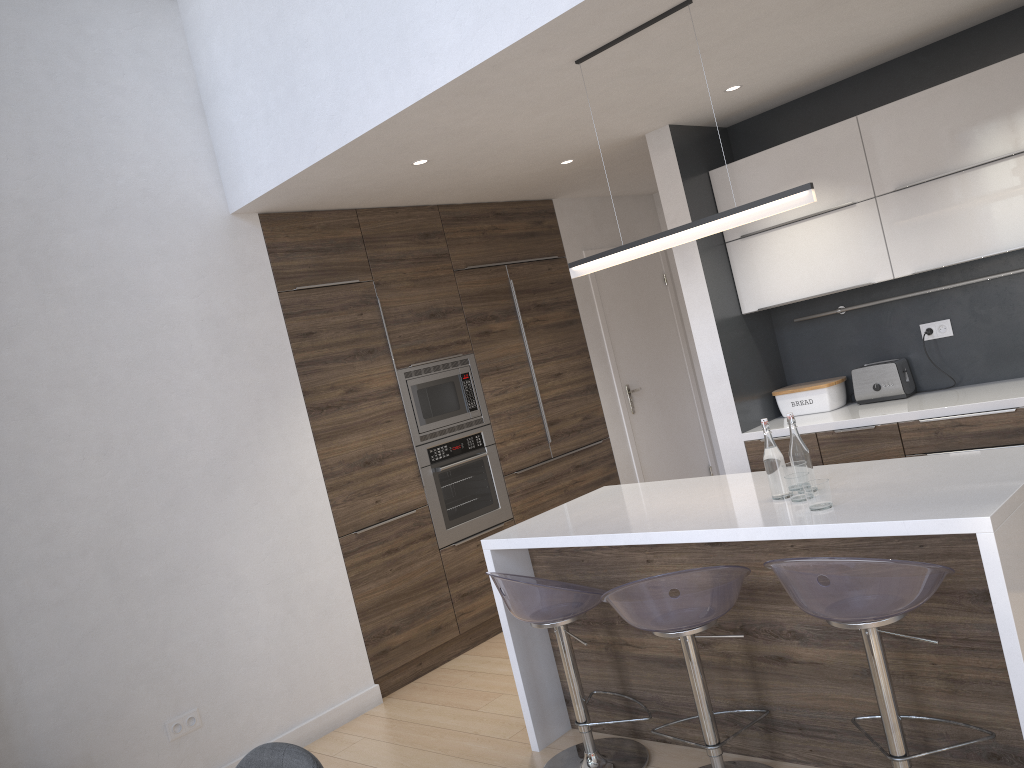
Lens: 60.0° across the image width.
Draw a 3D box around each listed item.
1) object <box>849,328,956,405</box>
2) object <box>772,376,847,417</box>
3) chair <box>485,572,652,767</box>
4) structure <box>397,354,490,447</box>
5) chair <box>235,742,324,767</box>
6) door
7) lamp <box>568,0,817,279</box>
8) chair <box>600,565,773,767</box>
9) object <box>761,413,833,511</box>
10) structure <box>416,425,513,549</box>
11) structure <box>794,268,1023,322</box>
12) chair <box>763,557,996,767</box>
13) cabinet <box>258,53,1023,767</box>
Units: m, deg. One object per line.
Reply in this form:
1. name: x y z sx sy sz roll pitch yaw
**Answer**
1. object: 1.938 -0.081 4.539 0.562 0.319 0.191 -12 2 45
2. object: 1.628 0.074 4.818 0.380 0.148 0.263 -12 2 44
3. chair: 0.208 0.999 3.190 0.434 0.787 0.475 -14 1 -28
4. structure: -0.537 0.119 5.180 0.459 0.430 0.595 -12 2 44
5. chair: -0.510 1.157 1.448 0.619 0.891 0.655 -15 2 -44
6. door: 1.068 0.034 6.472 0.085 2.136 0.974 -12 2 44
7. lamp: 0.495 -0.851 3.063 0.998 0.756 0.020 -12 2 44
8. chair: 0.581 0.917 2.792 0.475 0.787 0.434 -13 1 7
9. object: 0.875 0.241 2.768 0.148 0.267 0.323 -13 1 9
10. structure: -0.406 0.602 5.178 0.495 0.570 0.595 -12 2 44
11. structure: 2.619 -0.583 3.868 3.000 0.045 0.050 -12 2 44
12. chair: 0.993 0.800 2.373 0.475 0.838 0.434 -13 2 42
13. cabinet: 1.365 -0.169 3.521 4.694 2.501 2.402 -12 2 44
